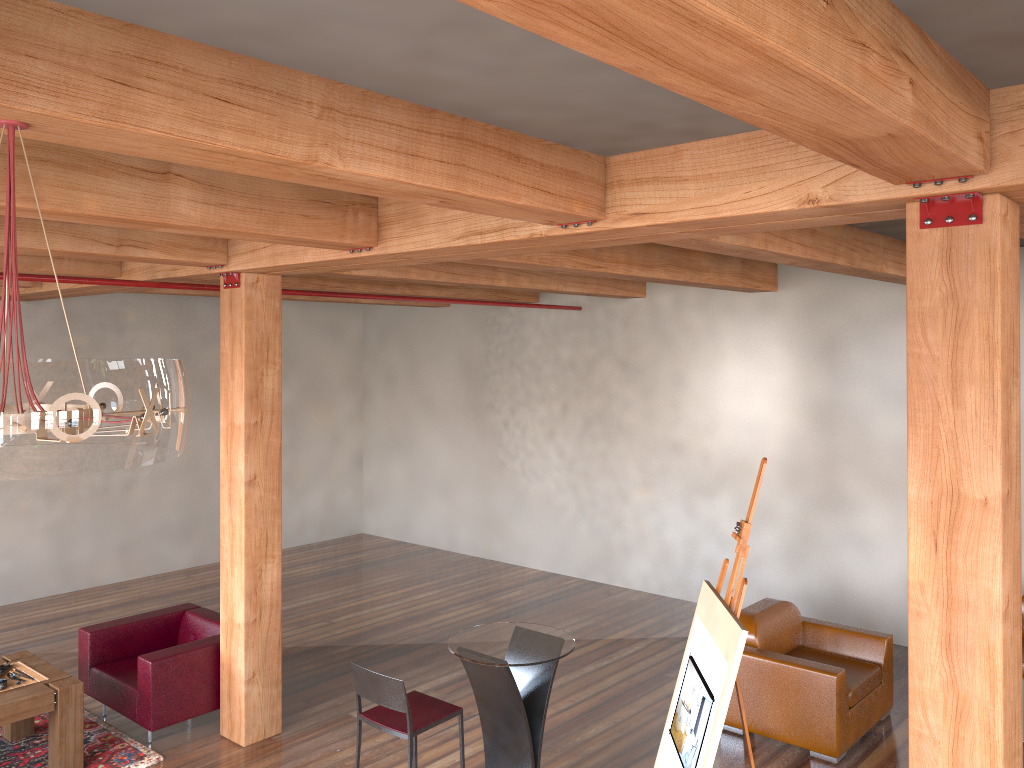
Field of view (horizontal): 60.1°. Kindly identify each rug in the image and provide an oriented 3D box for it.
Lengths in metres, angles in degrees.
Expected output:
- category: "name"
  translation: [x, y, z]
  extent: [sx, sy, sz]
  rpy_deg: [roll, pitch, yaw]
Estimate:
- category: "rug"
  translation: [-3.500, 2.381, 5.080]
  extent: [1.344, 0.009, 2.463]
  rpy_deg: [2, 3, 41]

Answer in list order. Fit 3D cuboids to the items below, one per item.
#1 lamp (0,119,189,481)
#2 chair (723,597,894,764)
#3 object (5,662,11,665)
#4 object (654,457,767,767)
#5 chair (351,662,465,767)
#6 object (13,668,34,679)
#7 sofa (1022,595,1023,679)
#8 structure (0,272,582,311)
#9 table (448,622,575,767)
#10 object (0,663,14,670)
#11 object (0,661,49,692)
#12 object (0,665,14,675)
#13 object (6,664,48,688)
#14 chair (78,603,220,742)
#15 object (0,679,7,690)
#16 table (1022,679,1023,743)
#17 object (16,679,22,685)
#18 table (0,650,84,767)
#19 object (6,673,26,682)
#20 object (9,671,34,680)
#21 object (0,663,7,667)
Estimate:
- category: "lamp"
  translation: [-1.207, -0.225, 2.132]
  extent: [0.809, 0.815, 0.809]
  rpy_deg: [0, 1, -6]
- category: "chair"
  translation: [2.043, 1.965, 6.127]
  extent: [0.830, 0.735, 1.064]
  rpy_deg: [1, 2, 41]
- category: "object"
  translation: [-3.226, 1.797, 5.675]
  extent: [0.059, 0.021, 0.018]
  rpy_deg: [1, 1, 28]
- category: "object"
  translation: [0.785, 1.366, 3.541]
  extent: [0.685, 2.141, 0.702]
  rpy_deg: [0, 0, 1]
- category: "chair"
  translation: [-0.533, 1.909, 4.551]
  extent: [0.430, 0.982, 0.467]
  rpy_deg: [0, 0, 41]
- category: "object"
  translation: [-3.053, 1.809, 5.535]
  extent: [0.270, 0.008, 0.007]
  rpy_deg: [2, 2, 36]
- category: "sofa"
  translation: [4.514, 1.968, 5.931]
  extent: [2.413, 0.735, 0.951]
  rpy_deg: [2, 2, 41]
- category: "structure"
  translation: [-1.290, -0.786, 7.611]
  extent: [0.051, 0.112, 6.811]
  rpy_deg: [0, 2, 41]
- category: "table"
  translation: [-0.002, 1.925, 5.025]
  extent: [0.721, 0.924, 0.722]
  rpy_deg: [0, 1, -24]
- category: "object"
  translation: [-3.223, 1.792, 5.539]
  extent: [0.007, 0.008, 0.270]
  rpy_deg: [0, 2, 15]
- category: "object"
  translation: [-3.142, 1.816, 5.478]
  extent: [0.469, 0.001, 0.352]
  rpy_deg: [2, 3, 41]
- category: "object"
  translation: [-3.244, 1.804, 5.538]
  extent: [0.154, 0.018, 0.213]
  rpy_deg: [0, 2, -4]
- category: "object"
  translation: [-3.142, 1.816, 5.479]
  extent: [0.471, 0.003, 0.332]
  rpy_deg: [2, 3, 41]
- category: "chair"
  translation: [-2.412, 2.035, 6.294]
  extent: [1.071, 0.593, 0.866]
  rpy_deg: [1, 2, 41]
- category: "object"
  translation: [-3.072, 1.801, 5.292]
  extent: [0.099, 0.043, 0.099]
  rpy_deg: [-1, 2, -23]
- category: "table"
  translation: [3.261, 2.107, 4.644]
  extent: [1.871, 0.560, 0.940]
  rpy_deg: [2, 2, 41]
- category: "object"
  translation: [-2.988, 1.809, 5.366]
  extent: [0.018, 0.021, 0.059]
  rpy_deg: [0, 2, -7]
- category: "table"
  translation: [-3.526, 2.111, 5.042]
  extent: [0.900, 0.550, 1.751]
  rpy_deg: [1, 2, 41]
- category: "object"
  translation: [-3.044, 1.801, 5.440]
  extent: [0.153, 0.030, 0.045]
  rpy_deg: [1, 2, 25]
- category: "object"
  translation: [-3.038, 1.811, 5.497]
  extent: [0.270, 0.008, 0.007]
  rpy_deg: [1, 1, 30]
- category: "object"
  translation: [-3.251, 1.792, 5.535]
  extent: [0.007, 0.008, 0.270]
  rpy_deg: [0, 2, 7]
